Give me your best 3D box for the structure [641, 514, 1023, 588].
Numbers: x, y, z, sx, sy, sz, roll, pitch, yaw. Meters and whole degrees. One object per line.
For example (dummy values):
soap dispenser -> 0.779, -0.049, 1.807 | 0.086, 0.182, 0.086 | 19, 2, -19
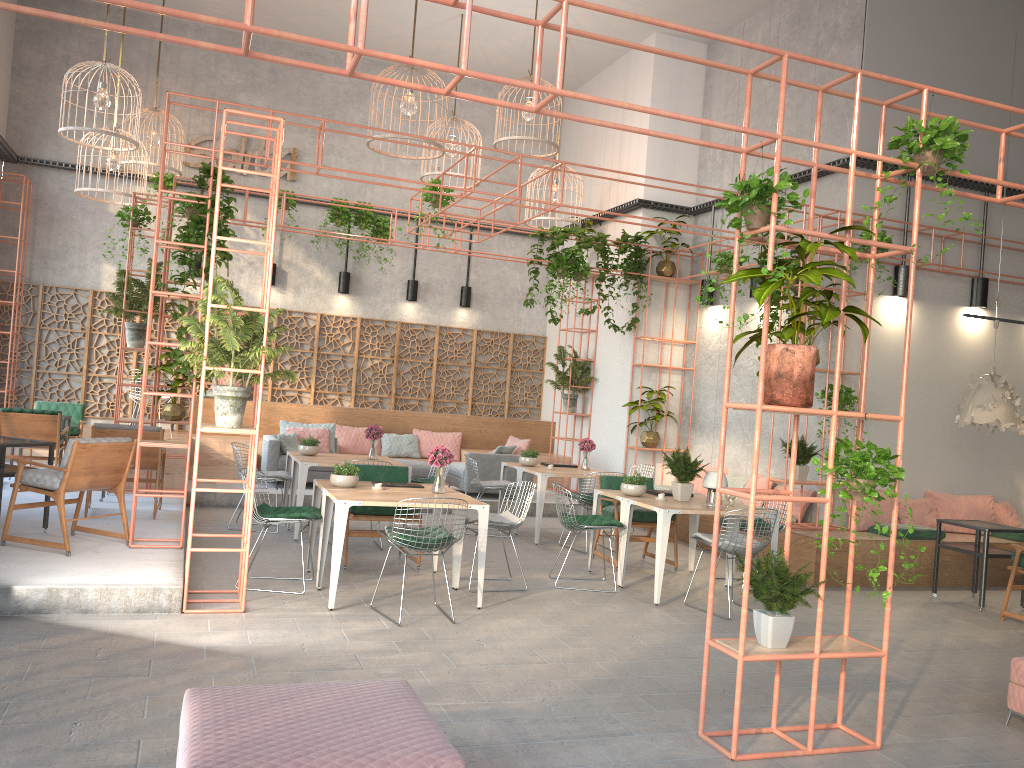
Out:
structure -> 5.087, 2.024, 12.115 | 5.831, 0.500, 4.386 | 5, -1, -20

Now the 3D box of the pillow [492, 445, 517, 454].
pillow -> -0.172, 1.070, 13.112 | 0.308, 0.349, 0.495 | 4, -1, 30

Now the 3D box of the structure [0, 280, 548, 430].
structure -> -3.344, -0.151, 15.024 | 9.782, 2.103, 0.132 | 5, -1, -20

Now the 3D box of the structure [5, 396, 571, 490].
structure -> -3.136, 0.896, 13.339 | 9.152, 1.111, 3.396 | 5, -1, -20

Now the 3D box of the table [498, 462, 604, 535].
table -> 0.510, 1.480, 11.447 | 1.205, 0.830, 0.694 | 5, -1, -20

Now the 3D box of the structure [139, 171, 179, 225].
structure -> -5.297, -2.855, 13.419 | 0.605, 0.972, 0.587 | 5, -1, -21

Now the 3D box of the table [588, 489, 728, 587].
table -> 1.472, 1.520, 8.793 | 1.205, 0.830, 0.694 | 5, -1, -20

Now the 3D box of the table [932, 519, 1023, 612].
table -> 4.687, 1.805, 8.887 | 0.602, 0.798, 0.635 | 5, -1, -20

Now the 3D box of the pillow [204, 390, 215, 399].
pillow -> -4.605, 0.182, 14.040 | 0.637, 0.149, 0.491 | 5, -1, -19

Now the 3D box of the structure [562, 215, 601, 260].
structure -> 1.091, -2.367, 14.504 | 0.903, 0.803, 0.934 | 4, -1, 42

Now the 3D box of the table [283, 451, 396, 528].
table -> -2.053, 1.269, 10.516 | 1.205, 0.830, 0.694 | 5, -1, -20

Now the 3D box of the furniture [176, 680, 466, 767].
furniture -> -0.773, 1.481, 3.418 | 0.976, 0.446, 0.941 | 5, -1, -20

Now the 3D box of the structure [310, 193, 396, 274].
structure -> -2.542, -2.470, 14.372 | 1.434, 1.290, 0.670 | 5, -1, -20

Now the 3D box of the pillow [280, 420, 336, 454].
pillow -> -3.039, 0.800, 13.186 | 0.839, 0.474, 0.276 | 5, -1, -20

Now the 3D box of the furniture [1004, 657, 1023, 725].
furniture -> 3.537, 1.836, 4.984 | 0.976, 0.446, 0.941 | 5, -1, -20

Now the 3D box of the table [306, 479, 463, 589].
table -> -1.132, 1.318, 7.828 | 1.205, 0.830, 0.694 | 5, -1, -20

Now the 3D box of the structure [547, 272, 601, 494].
structure -> 1.018, -0.020, 14.588 | 0.424, 3.596, 0.624 | 5, -1, -20

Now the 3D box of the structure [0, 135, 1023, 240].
structure -> 1.995, -2.710, 8.760 | 15.203, 0.110, 15.603 | 5, -1, -20

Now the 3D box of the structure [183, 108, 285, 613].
structure -> -2.095, -0.161, 6.650 | 0.424, 3.602, 0.624 | 5, -1, -20

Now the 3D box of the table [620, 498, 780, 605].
table -> 1.713, 1.530, 8.140 | 1.214, 0.830, 0.694 | 5, -1, -20

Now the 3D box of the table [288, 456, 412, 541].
table -> -1.812, 1.279, 9.864 | 1.214, 0.830, 0.694 | 5, -1, -20

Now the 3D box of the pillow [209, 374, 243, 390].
pillow -> -4.604, -0.021, 14.333 | 0.499, 0.324, 0.307 | 5, -1, -5

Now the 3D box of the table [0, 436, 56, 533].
table -> -4.426, 0.877, 7.615 | 0.635, 0.798, 0.602 | 4, -1, 20

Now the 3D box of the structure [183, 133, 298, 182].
structure -> -4.439, -3.778, 14.562 | 1.807, 0.695, 0.087 | 5, -1, -20

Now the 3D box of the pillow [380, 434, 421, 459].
pillow -> -1.825, 1.009, 14.473 | 0.666, 0.385, 0.289 | 5, -1, -25

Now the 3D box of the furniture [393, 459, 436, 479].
furniture -> -1.646, 1.334, 12.939 | 0.975, 0.446, 0.941 | 5, -1, -20

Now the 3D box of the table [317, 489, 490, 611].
table -> -0.891, 1.328, 7.175 | 1.214, 0.830, 0.694 | 5, -1, -20

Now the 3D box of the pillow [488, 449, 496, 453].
pillow -> -0.276, 1.087, 13.555 | 0.441, 0.317, 0.479 | 5, -1, -39

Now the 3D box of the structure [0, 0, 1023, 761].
structure -> 3.829, 0.243, 3.875 | 14.689, 4.247, 4.157 | 5, -1, -20

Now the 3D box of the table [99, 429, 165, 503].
table -> -4.335, 0.917, 10.154 | 0.602, 0.798, 0.635 | 5, -1, -20

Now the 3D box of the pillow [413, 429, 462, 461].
pillow -> -1.258, 1.009, 14.700 | 0.839, 0.474, 0.276 | 4, -1, 0

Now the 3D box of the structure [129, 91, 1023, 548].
structure -> 2.794, -0.298, 11.521 | 14.096, 4.345, 4.501 | 5, -1, -21

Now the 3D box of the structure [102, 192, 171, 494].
structure -> -4.665, -0.508, 10.757 | 0.722, 3.623, 0.748 | 5, -1, -20

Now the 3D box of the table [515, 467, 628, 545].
table -> 0.751, 1.490, 10.794 | 1.214, 0.830, 0.694 | 5, -1, -20

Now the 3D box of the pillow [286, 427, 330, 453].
pillow -> -3.003, 0.833, 13.040 | 0.666, 0.385, 0.289 | 5, -1, -20

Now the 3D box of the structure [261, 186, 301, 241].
structure -> -3.621, -2.717, 14.028 | 0.605, 0.972, 0.587 | 5, -1, -21

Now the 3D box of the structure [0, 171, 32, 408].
structure -> -7.482, -1.257, 13.025 | 0.424, 3.591, 0.624 | 5, -1, -20

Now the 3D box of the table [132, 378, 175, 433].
table -> -5.417, 0.326, 13.466 | 0.602, 0.798, 0.635 | 5, -1, -20

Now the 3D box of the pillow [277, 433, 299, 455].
pillow -> -3.126, 0.869, 12.676 | 0.307, 0.324, 0.499 | 4, -1, 15

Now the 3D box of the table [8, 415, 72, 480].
table -> -6.006, 0.802, 11.316 | 0.602, 0.798, 0.635 | 5, -1, -20

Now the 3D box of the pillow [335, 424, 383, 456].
pillow -> -2.458, 0.911, 14.264 | 0.839, 0.474, 0.276 | 5, -1, -30
